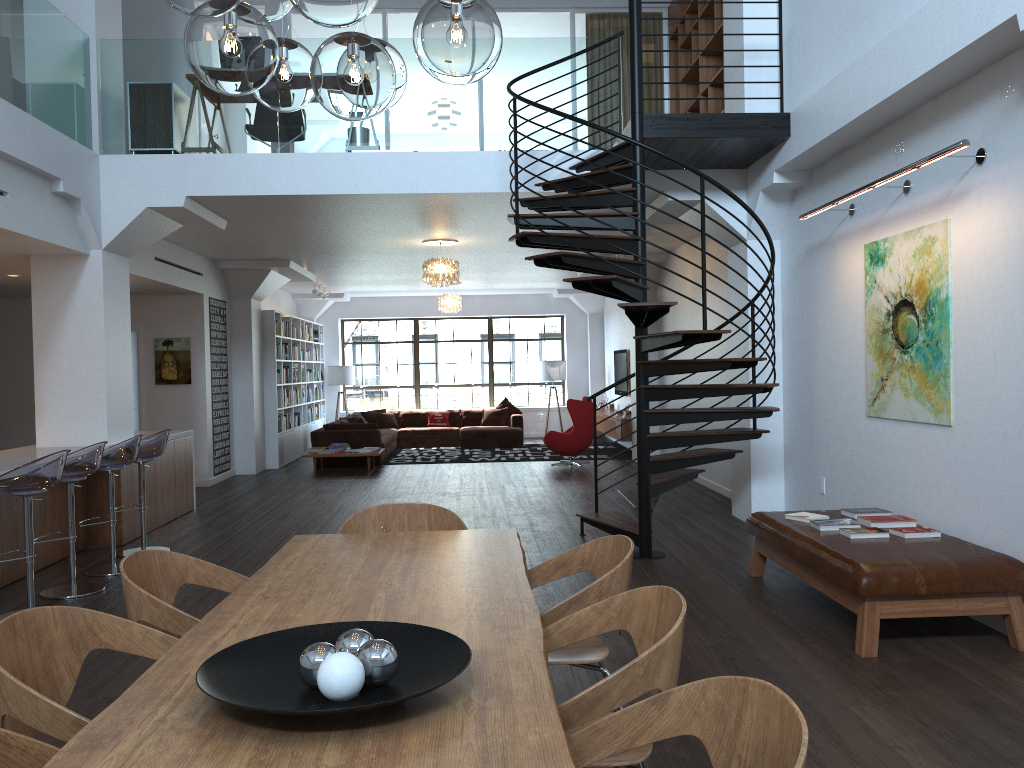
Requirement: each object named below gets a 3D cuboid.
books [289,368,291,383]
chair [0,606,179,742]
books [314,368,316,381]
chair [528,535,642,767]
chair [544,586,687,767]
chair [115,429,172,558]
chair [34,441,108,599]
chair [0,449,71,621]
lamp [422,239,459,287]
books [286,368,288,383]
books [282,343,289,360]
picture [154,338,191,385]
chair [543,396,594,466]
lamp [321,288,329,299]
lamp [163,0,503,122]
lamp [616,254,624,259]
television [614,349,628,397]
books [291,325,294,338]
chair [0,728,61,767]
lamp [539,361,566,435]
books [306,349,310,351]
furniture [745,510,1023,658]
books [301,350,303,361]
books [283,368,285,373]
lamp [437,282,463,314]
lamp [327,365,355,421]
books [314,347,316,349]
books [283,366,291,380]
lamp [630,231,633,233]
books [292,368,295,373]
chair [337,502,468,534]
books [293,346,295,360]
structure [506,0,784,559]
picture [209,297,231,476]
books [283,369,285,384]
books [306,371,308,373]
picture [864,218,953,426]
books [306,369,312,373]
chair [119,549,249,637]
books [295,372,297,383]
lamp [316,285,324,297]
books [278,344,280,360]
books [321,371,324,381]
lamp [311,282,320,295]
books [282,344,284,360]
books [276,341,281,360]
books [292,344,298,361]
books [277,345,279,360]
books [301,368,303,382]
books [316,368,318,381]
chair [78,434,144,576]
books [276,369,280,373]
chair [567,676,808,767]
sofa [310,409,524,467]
[{"bbox_3d":[-3.733,-0.137,14.565,0.182,0.253,0.034,-1,1,-3],"label":"books"},{"bbox_3d":[-1.016,1.014,2.324,0.618,0.833,0.629,-1,1,-3],"label":"chair"},{"bbox_3d":[-3.869,-0.177,17.030,0.183,0.253,0.042,-1,1,-3],"label":"books"},{"bbox_3d":[0.147,0.973,3.154,0.617,0.830,0.629,-1,1,-3],"label":"chair"},{"bbox_3d":[0.178,0.987,2.387,0.618,0.833,0.629,-1,1,-1],"label":"chair"},{"bbox_3d":[-3.031,0.878,7.267,0.481,1.014,0.530,-1,1,-1],"label":"chair"},{"bbox_3d":[-2.986,0.899,6.000,0.481,1.014,0.530,-1,1,-5],"label":"chair"},{"bbox_3d":[-2.928,0.909,5.370,0.481,1.014,0.530,-1,1,-1],"label":"chair"},{"bbox_3d":[-0.857,-1.441,10.670,0.441,0.539,0.442,0,1,40],"label":"lamp"},{"bbox_3d":[-3.730,-0.134,14.391,0.182,0.253,0.034,-1,1,-3],"label":"books"},{"bbox_3d":[-3.773,-0.530,14.593,0.198,0.284,0.049,-1,1,-3],"label":"books"},{"bbox_3d":[-4.388,-0.295,11.471,0.450,0.600,0.030,-1,1,-3],"label":"picture"},{"bbox_3d":[0.870,0.695,13.302,0.801,1.006,0.798,-1,1,23],"label":"chair"},{"bbox_3d":[-3.424,-1.654,16.205,0.120,0.211,0.111,-2,1,-29],"label":"lamp"},{"bbox_3d":[-0.455,-1.806,2.227,0.849,2.140,1.787,-1,1,-4],"label":"lamp"},{"bbox_3d":[1.363,-1.671,11.234,0.111,0.211,0.120,-1,1,31],"label":"lamp"},{"bbox_3d":[1.949,-0.203,15.915,0.013,0.816,1.324,-1,1,-3],"label":"television"},{"bbox_3d":[-3.786,-0.884,15.105,0.140,0.231,0.042,-1,1,-3],"label":"books"},{"bbox_3d":[-0.979,1.027,1.561,0.618,0.833,0.629,-1,1,-3],"label":"chair"},{"bbox_3d":[0.849,0.322,18.163,0.545,1.579,0.545,-1,1,8],"label":"lamp"},{"bbox_3d":[-3.853,-0.537,16.618,0.140,0.231,0.042,-1,1,-3],"label":"books"},{"bbox_3d":[2.097,1.085,5.237,0.907,0.453,1.819,-1,1,-3],"label":"furniture"},{"bbox_3d":[-3.807,-0.504,15.827,0.139,0.191,0.036,-1,1,-3],"label":"books"},{"bbox_3d":[-3.725,-0.127,14.194,0.170,0.245,0.057,-1,1,-3],"label":"books"},{"bbox_3d":[-1.101,-1.525,15.725,0.441,0.539,0.442,0,1,40],"label":"lamp"},{"bbox_3d":[-3.462,0.418,18.060,0.545,1.579,0.545,-1,1,-14],"label":"lamp"},{"bbox_3d":[-3.882,-0.576,17.208,0.176,0.290,0.036,-1,1,-3],"label":"books"},{"bbox_3d":[-3.747,-0.156,14.627,0.176,0.294,0.102,-1,1,-3],"label":"books"},{"bbox_3d":[1.411,-1.654,10.211,0.120,0.211,0.111,-2,1,-29],"label":"lamp"},{"bbox_3d":[-3.771,-0.145,15.013,0.183,0.253,0.042,-1,1,-3],"label":"books"},{"bbox_3d":[-0.470,0.975,3.883,0.629,0.833,0.618,-1,1,-8],"label":"chair"},{"bbox_3d":[-3.768,-0.522,14.989,0.182,0.253,0.034,-1,1,-3],"label":"books"},{"bbox_3d":[0.974,-0.867,6.742,1.998,4.352,1.998,-2,1,-42],"label":"structure"},{"bbox_3d":[-3.992,0.030,12.147,0.021,2.380,0.800,-1,1,-2],"label":"picture"},{"bbox_3d":[-3.719,-0.123,14.143,0.174,0.239,0.045,-1,1,-3],"label":"books"},{"bbox_3d":[-3.818,-0.142,16.308,0.140,0.206,0.042,-1,1,-3],"label":"books"},{"bbox_3d":[2.504,-0.366,5.660,0.010,1.200,1.095,-1,1,-3],"label":"picture"},{"bbox_3d":[-3.834,-0.161,16.677,0.140,0.231,0.042,-1,1,-3],"label":"books"},{"bbox_3d":[-1.036,1.001,3.104,0.618,0.833,0.629,-1,1,-5],"label":"chair"},{"bbox_3d":[-3.765,-0.123,15.134,0.161,0.207,0.135,-1,1,-3],"label":"books"},{"bbox_3d":[-3.400,-1.646,15.687,0.120,0.211,0.111,-2,1,-44],"label":"lamp"},{"bbox_3d":[-3.708,-0.496,13.781,0.174,0.242,0.105,-1,1,-3],"label":"books"},{"bbox_3d":[-3.896,-0.171,17.833,0.182,0.215,0.188,-1,1,-3],"label":"books"},{"bbox_3d":[-3.376,-1.637,15.182,0.111,0.211,0.120,-1,1,31],"label":"lamp"},{"bbox_3d":[-3.738,-0.507,14.129,0.183,0.253,0.042,-1,1,-3],"label":"books"},{"bbox_3d":[-3.703,-0.521,13.858,0.176,0.290,0.053,-1,1,-3],"label":"books"},{"bbox_3d":[-3.791,-0.546,15.314,0.176,0.290,0.053,-1,1,-3],"label":"books"},{"bbox_3d":[-3.699,-0.491,13.698,0.172,0.235,0.112,-1,1,-3],"label":"books"},{"bbox_3d":[-3.793,-0.154,15.681,0.174,0.251,0.051,-1,1,-3],"label":"books"},{"bbox_3d":[-3.876,-0.181,17.269,0.183,0.253,0.042,-1,1,-3],"label":"books"},{"bbox_3d":[-3.000,0.888,6.637,0.481,1.014,0.530,-1,1,-5],"label":"chair"},{"bbox_3d":[-3.698,-0.114,13.871,0.140,0.231,0.042,-1,1,-3],"label":"books"},{"bbox_3d":[0.234,0.999,1.625,0.618,0.833,0.629,-1,1,-3],"label":"chair"},{"bbox_3d":[-1.459,0.873,15.726,3.481,0.664,4.197,-1,1,-3],"label":"sofa"}]
